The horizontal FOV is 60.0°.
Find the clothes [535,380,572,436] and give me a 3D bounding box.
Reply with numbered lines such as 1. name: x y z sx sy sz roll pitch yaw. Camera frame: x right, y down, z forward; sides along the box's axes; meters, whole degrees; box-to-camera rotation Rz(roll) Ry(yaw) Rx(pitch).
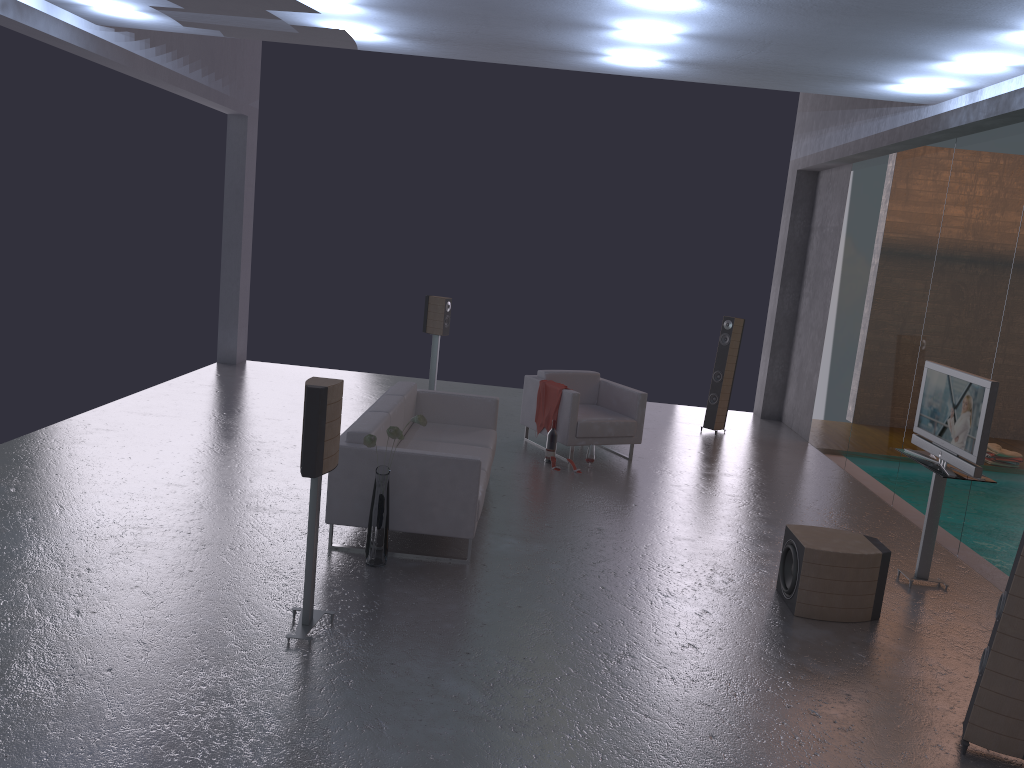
1. clothes: 0.457 0.288 9.272 0.254 0.604 0.574 0 11 -29

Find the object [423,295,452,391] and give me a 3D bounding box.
1. object: -0.974 -0.412 11.089 0.333 1.363 0.243 12 11 31

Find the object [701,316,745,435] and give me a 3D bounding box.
1. object: 2.690 -0.116 11.170 0.444 1.473 0.244 -3 13 -43

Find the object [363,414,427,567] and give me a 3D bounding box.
1. object: -0.832 0.690 5.561 0.387 1.051 0.400 13 12 38

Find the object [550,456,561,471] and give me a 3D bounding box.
1. object: 0.420 0.781 8.695 0.079 0.087 0.235 2 10 -21

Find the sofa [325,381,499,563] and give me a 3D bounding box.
1. sofa: -0.676 0.579 7.025 1.026 0.824 2.353 6 9 1

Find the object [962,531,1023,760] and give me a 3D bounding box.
1. object: 2.439 1.052 4.079 0.444 1.469 0.244 10 11 26

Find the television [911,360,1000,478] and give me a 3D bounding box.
1. television: 3.098 0.220 6.251 0.054 0.644 1.000 6 9 1

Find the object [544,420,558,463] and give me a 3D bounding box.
1. object: 0.400 0.571 8.878 0.109 0.435 0.109 11 11 28

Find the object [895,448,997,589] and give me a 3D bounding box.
1. object: 3.024 0.985 6.376 0.360 0.958 0.818 6 9 1

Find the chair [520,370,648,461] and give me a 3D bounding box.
1. chair: 0.754 0.313 9.516 0.936 0.808 1.026 1 11 -28

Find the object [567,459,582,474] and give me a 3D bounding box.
1. object: 0.614 0.803 8.683 0.079 0.087 0.235 0 11 -31

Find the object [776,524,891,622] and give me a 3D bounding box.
1. object: 2.103 1.241 5.822 0.604 0.459 0.514 6 9 1

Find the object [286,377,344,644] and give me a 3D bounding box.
1. object: -1.055 0.659 4.664 0.243 1.363 0.333 7 10 7

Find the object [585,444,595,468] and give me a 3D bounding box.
1. object: 0.784 0.718 8.850 0.091 0.233 0.091 11 11 28
